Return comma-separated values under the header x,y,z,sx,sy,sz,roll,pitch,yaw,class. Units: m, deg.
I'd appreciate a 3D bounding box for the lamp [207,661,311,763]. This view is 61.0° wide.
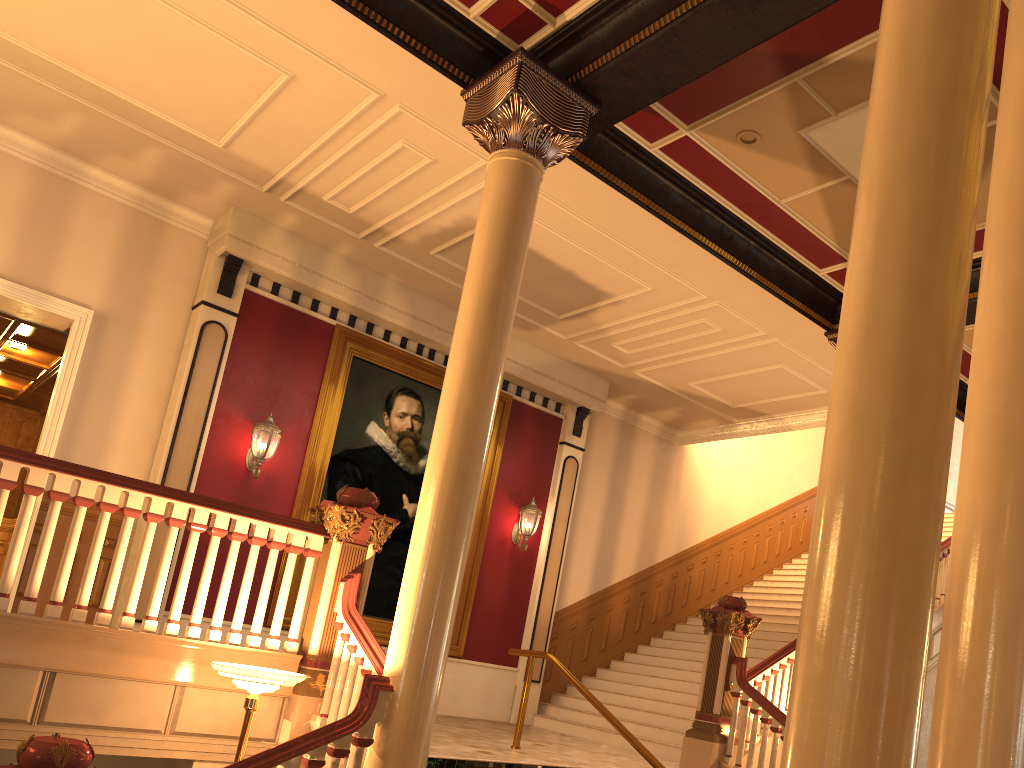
x,y,z,sx,sy,sz,roll,pitch,yaw,class
-1.642,2.600,4.869,0.557,1.962,0.619,3,-12,35,lamp

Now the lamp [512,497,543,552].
x,y,z,sx,sy,sz,roll,pitch,yaw,class
0.196,1.836,11.370,0.338,0.712,0.381,18,-14,-36,lamp

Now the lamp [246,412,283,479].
x,y,z,sx,sy,sz,roll,pitch,yaw,class
-2.615,0.644,9.110,0.338,0.712,0.381,18,-14,-36,lamp

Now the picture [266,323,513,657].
x,y,z,sx,sy,sz,roll,pitch,yaw,class
-1.294,1.368,10.355,2.709,3.365,0.053,20,-13,-37,picture
